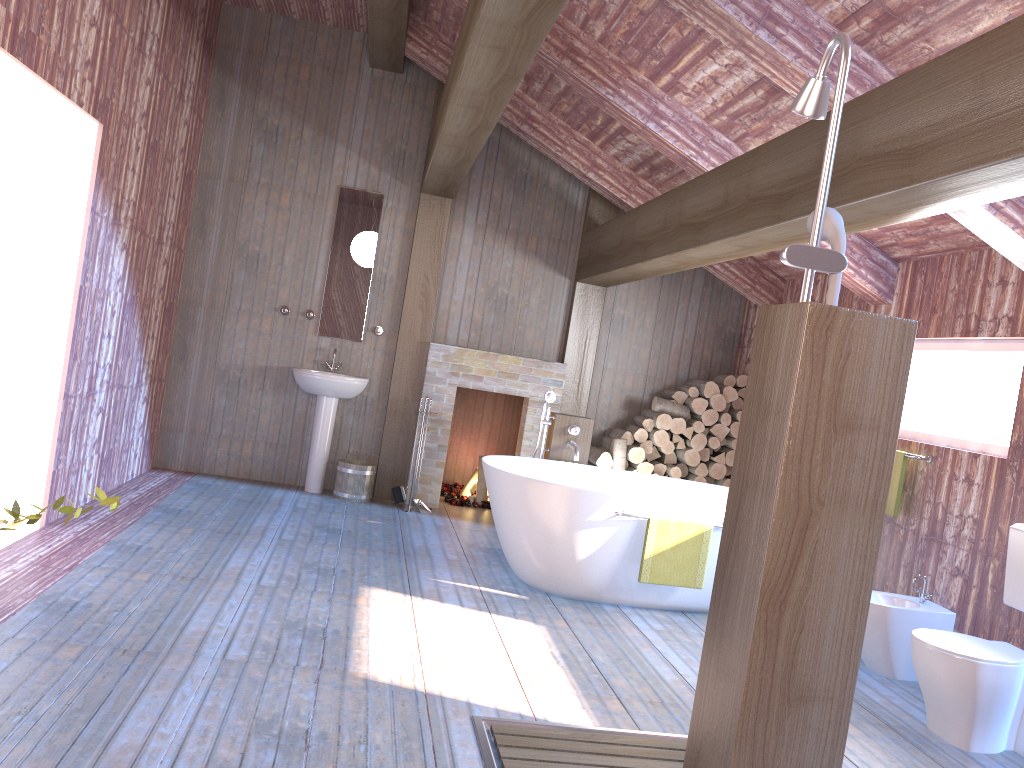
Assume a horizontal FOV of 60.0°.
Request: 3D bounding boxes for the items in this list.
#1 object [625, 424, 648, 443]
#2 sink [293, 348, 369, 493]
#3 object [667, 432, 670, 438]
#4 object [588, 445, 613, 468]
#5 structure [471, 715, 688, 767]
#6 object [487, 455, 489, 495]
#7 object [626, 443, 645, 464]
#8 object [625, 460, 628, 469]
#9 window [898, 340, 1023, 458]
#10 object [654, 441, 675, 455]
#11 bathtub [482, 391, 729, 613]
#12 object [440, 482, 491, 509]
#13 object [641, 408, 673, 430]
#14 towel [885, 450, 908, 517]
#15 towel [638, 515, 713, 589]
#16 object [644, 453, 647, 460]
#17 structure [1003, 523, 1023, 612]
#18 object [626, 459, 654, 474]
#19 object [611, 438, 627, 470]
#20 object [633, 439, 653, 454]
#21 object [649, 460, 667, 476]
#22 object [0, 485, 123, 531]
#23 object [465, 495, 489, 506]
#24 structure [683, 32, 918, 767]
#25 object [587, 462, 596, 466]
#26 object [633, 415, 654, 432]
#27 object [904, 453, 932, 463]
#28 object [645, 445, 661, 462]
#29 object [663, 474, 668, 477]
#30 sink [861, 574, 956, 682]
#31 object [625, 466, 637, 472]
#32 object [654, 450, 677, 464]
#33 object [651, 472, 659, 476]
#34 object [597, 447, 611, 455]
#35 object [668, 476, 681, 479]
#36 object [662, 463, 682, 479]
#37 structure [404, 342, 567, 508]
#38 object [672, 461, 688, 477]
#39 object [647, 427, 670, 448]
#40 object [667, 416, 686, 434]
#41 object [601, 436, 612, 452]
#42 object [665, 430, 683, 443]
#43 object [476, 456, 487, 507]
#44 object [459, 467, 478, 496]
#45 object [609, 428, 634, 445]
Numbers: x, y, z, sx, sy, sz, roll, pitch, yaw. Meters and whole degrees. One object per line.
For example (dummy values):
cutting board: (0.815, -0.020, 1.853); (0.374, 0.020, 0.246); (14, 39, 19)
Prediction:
object: (1.012, 0.401, 7.224); (0.115, 0.123, 0.291); (9, 1, -8)
sink: (-1.458, 0.289, 6.879); (0.582, 1.143, 0.475); (9, 1, -10)
object: (1.244, 0.415, 7.251); (0.057, 0.061, 0.156); (9, 1, -10)
object: (0.693, 0.590, 7.200); (0.139, 0.137, 0.455); (9, 1, -11)
structure: (0.420, 1.290, 2.697); (1.000, 0.067, 1.000); (9, 1, -9)
object: (-0.183, 0.852, 7.809); (0.140, 0.459, 0.266); (9, 1, 9)
object: (0.956, 0.549, 7.230); (0.138, 0.147, 0.440); (9, 1, -9)
object: (0.865, 0.632, 7.313); (0.121, 0.124, 0.291); (9, 1, -8)
window: (2.388, 0.050, 4.820); (0.054, 0.587, 1.255); (9, 1, -8)
object: (1.232, 0.499, 7.266); (0.115, 0.123, 0.291); (9, 1, -8)
bathtub: (0.766, 0.703, 5.291); (1.935, 1.109, 1.460); (9, 1, 13)
object: (-0.319, 0.993, 7.887); (0.829, 0.085, 0.935); (8, 2, -27)
object: (1.180, 0.287, 7.255); (0.135, 0.145, 0.439); (9, 1, -9)
towel: (2.102, 0.543, 5.031); (0.032, 0.361, 0.370); (9, 1, -9)
towel: (0.876, 0.900, 4.739); (0.370, 0.361, 0.032); (9, 1, -13)
object: (1.046, 0.578, 7.254); (0.064, 0.068, 0.174); (9, 1, -10)
structure: (2.252, 0.794, 3.701); (0.182, 0.363, 0.358); (9, 1, -8)
object: (1.023, 0.669, 7.261); (0.139, 0.148, 0.458); (9, 1, -9)
object: (0.848, 0.579, 7.041); (0.147, 0.298, 0.109); (9, 1, -6)
object: (1.052, 0.497, 7.251); (0.111, 0.113, 0.301); (9, 1, -10)
object: (1.165, 0.683, 7.272); (0.114, 0.120, 0.303); (9, 1, -8)
object: (-0.901, 0.578, 0.740); (0.972, 1.073, 0.970); (8, 2, -29)
object: (-0.286, 0.992, 7.578); (0.085, 0.084, 0.278); (10, 2, 37)
structure: (0.698, 0.220, 2.136); (0.328, 2.209, 0.522); (9, 1, 12)
object: (0.669, 0.719, 7.192); (0.137, 0.133, 0.437); (9, 1, -11)
object: (1.077, 0.319, 7.245); (0.106, 0.112, 0.282); (9, 1, -8)
object: (2.164, 0.384, 5.027); (0.091, 0.043, 0.581); (9, 1, -9)
object: (1.129, 0.559, 7.355); (0.128, 0.150, 0.323); (9, 1, -9)
object: (1.185, 0.764, 7.278); (0.086, 0.089, 0.279); (9, 1, -11)
sink: (1.904, 1.200, 4.468); (0.515, 0.517, 0.335); (9, 1, -8)
object: (0.888, 0.743, 7.253); (0.155, 0.174, 0.483); (9, 1, -11)
object: (1.272, 0.596, 7.381); (0.104, 0.127, 0.321); (9, 1, -9)
object: (1.096, 0.748, 7.257); (0.098, 0.100, 0.437); (9, 1, -11)
object: (0.773, 0.576, 7.311); (0.099, 0.093, 0.280); (9, 1, -8)
object: (1.289, 0.796, 7.298); (0.111, 0.113, 0.301); (9, 1, -11)
object: (1.267, 0.695, 7.284); (0.098, 0.100, 0.437); (9, 1, -11)
structure: (-0.220, 0.401, 7.218); (1.130, 1.330, 0.226); (9, 1, -9)
object: (1.362, 0.698, 7.400); (0.116, 0.118, 0.289); (9, 1, -11)
object: (1.147, 0.421, 7.250); (0.141, 0.143, 0.437); (9, 1, -11)
object: (1.289, 0.318, 7.274); (0.138, 0.147, 0.440); (9, 1, -9)
object: (0.826, 0.501, 7.317); (0.108, 0.113, 0.302); (9, 1, -9)
object: (1.314, 0.434, 7.278); (0.088, 0.092, 0.280); (9, 1, -8)
object: (-0.251, 0.832, 7.566); (0.098, 0.434, 0.283); (9, 1, -11)
object: (-0.339, 0.871, 7.722); (0.221, 0.306, 0.121); (10, 1, 18)
object: (0.896, 0.428, 7.255); (0.114, 0.113, 0.301); (9, 1, -11)
